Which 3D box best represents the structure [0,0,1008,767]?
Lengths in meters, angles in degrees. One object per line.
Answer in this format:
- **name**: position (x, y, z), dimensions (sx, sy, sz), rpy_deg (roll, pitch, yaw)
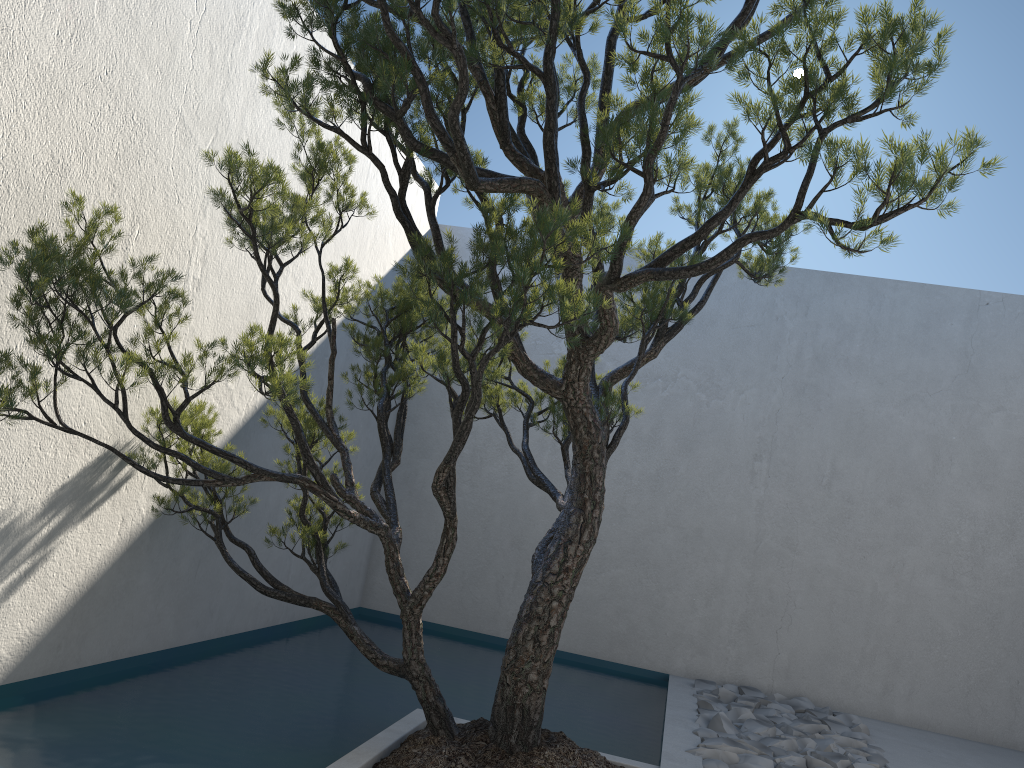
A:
- **structure**: position (-0.075, -0.214, 2.965), dimensions (2.584, 3.451, 2.537), rpy_deg (10, -5, 5)
